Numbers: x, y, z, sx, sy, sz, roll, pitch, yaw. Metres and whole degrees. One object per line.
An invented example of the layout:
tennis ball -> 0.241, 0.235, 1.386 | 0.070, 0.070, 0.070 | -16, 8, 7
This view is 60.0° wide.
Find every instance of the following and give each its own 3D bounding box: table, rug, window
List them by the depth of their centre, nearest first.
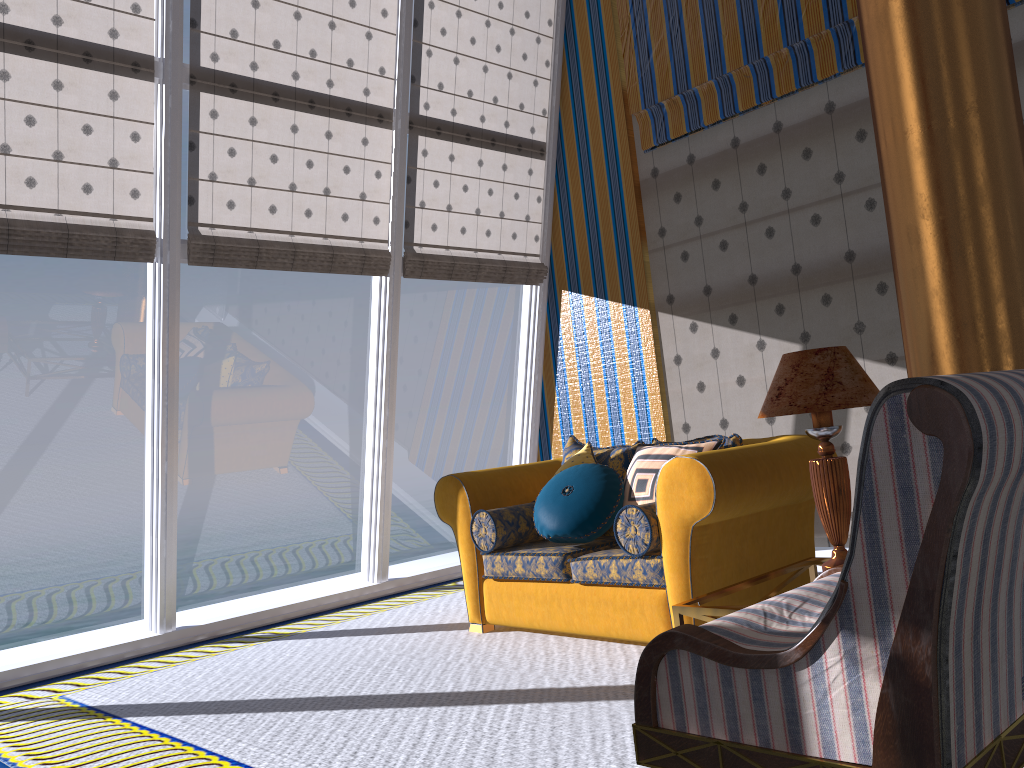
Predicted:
window -> -5.163, -1.295, 1.691 | 15.626, 5.851, 1.603 | -3, -5, -44
table -> 1.195, 0.820, 2.818 | 0.916, 0.368, 0.965 | -3, -5, -44
rug -> 0.691, 1.090, 3.191 | 3.631, 0.011, 6.196 | -3, -5, -44

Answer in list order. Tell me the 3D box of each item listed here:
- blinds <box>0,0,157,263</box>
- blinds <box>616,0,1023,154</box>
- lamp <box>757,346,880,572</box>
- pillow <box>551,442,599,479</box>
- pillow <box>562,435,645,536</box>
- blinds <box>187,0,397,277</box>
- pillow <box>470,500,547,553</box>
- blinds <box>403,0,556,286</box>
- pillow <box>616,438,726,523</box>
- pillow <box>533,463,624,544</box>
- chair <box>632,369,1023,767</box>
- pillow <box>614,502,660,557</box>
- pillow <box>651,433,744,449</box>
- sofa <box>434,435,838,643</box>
blinds -> -2.341, -2.370, 4.148 | 1.379, 3.392, 0.866 | -3, -4, -44
blinds -> 1.617, -3.252, 5.320 | 0.153, 2.988, 2.635 | -3, -5, -44
lamp -> 1.116, 0.270, 3.129 | 0.442, 0.783, 0.450 | -8, -4, 31
pillow -> 0.364, 0.547, 4.554 | 0.234, 0.491, 0.605 | -4, -4, -39
pillow -> 0.451, 0.592, 4.694 | 0.358, 0.672, 0.595 | -4, -4, -36
blinds -> -1.218, -2.426, 5.229 | 1.379, 3.392, 0.866 | -3, -4, -44
pillow -> -0.001, 0.727, 4.544 | 0.381, 0.219, 0.213 | -4, -5, -39
blinds -> -0.138, -2.479, 6.268 | 1.379, 3.392, 0.866 | -3, -4, -44
pillow -> 0.714, 0.497, 4.133 | 0.331, 0.455, 0.516 | -3, -5, -44
pillow -> 0.318, 0.573, 4.257 | 0.459, 0.367, 0.392 | -7, -3, 7
chair -> 0.792, 0.491, 1.929 | 0.802, 0.966, 0.776 | -3, -5, -44
pillow -> 0.643, 0.605, 3.819 | 0.376, 0.219, 0.213 | -4, -5, -39
pillow -> 0.860, 0.549, 4.276 | 0.343, 0.609, 0.608 | -4, -4, -39
sofa -> 0.571, 0.763, 4.403 | 1.022, 0.853, 1.830 | -3, -5, -42
